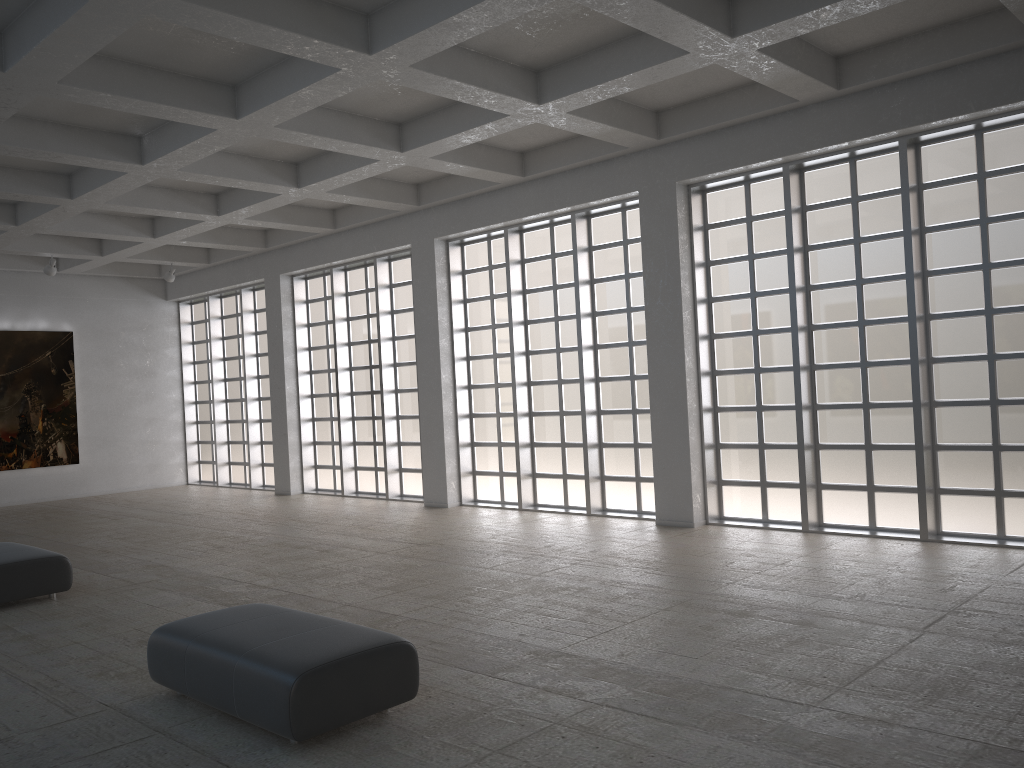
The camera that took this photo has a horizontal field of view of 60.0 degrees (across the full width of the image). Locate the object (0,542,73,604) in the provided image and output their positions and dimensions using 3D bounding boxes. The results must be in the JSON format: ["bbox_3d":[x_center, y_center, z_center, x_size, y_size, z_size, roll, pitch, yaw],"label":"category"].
[{"bbox_3d":[-9.480,3.479,16.328,3.044,0.828,1.616,-3,0,44],"label":"object"}]

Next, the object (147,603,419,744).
[{"bbox_3d":[-2.590,3.080,9.771,3.044,0.828,1.616,-3,0,44],"label":"object"}]
